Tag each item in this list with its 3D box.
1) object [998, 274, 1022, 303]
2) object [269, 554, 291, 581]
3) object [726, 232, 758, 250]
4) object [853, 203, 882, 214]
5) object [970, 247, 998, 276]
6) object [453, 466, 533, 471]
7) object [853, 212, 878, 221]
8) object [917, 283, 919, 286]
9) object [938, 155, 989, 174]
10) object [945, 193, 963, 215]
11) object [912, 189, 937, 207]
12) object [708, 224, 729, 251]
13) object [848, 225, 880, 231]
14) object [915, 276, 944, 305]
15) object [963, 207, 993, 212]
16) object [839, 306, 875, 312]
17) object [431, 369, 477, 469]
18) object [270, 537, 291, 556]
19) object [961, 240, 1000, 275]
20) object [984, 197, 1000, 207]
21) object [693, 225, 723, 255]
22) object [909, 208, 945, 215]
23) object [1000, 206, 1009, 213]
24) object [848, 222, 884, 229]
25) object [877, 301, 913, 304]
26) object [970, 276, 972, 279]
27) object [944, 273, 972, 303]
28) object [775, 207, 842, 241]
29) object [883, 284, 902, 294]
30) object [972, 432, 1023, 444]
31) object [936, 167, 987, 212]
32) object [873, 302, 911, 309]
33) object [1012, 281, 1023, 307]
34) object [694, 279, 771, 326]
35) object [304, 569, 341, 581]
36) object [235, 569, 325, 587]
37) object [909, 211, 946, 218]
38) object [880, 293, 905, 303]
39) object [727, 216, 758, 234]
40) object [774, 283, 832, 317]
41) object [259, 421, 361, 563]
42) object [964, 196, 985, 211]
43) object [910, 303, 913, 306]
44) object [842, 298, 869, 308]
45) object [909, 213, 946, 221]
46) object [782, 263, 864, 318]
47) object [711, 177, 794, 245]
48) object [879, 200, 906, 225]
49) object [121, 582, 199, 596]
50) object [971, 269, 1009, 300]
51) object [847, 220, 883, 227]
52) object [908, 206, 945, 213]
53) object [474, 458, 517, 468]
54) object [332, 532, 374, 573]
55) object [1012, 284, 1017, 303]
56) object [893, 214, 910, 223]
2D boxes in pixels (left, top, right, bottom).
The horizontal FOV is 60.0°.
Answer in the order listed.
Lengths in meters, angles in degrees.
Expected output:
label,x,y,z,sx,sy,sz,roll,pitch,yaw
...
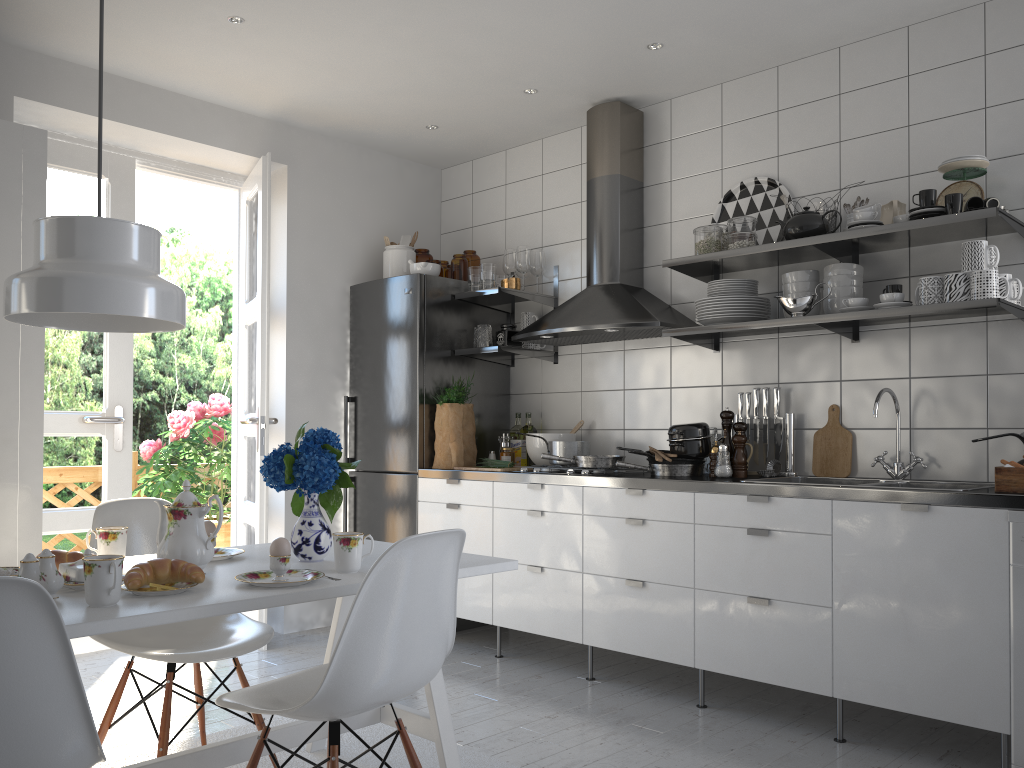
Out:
label,x,y,z,sx,sy,sz,roll,pitch,yaw
object,1.627,-0.310,2.934,0.108,0.100,0.083,-1,-2,30
object,-0.531,0.420,2.030,0.048,0.057,0.048,0,-2,-6
object,0.911,-0.555,3.516,0.121,0.079,0.121,-1,-3,30
object,1.262,-0.613,3.167,0.078,0.067,0.083,2,-3,-31
object,1.600,-0.406,3.008,0.083,0.100,0.108,0,-2,13
object,-0.091,0.403,4.224,0.330,0.012,0.220,-3,-5,44
object,1.262,-0.585,3.166,0.079,0.050,0.082,-1,-3,17
object,1.453,-0.303,3.066,0.083,0.100,0.108,1,-2,-12
object,1.592,-0.766,3.126,0.163,0.047,0.164,0,-3,3
object,1.459,-0.586,2.921,0.055,0.077,0.070,0,-2,7
object,1.407,-0.616,3.012,0.055,0.078,0.070,1,-2,-26
object,0.871,-0.585,3.780,0.121,0.171,0.121,1,-2,-26
object,1.264,-0.544,3.165,0.121,0.021,0.121,3,-4,-42
object,1.419,-0.307,3.002,0.083,0.100,0.108,0,-2,13
object,1.546,-0.558,2.923,0.121,0.021,0.121,3,-4,-42
object,1.234,-0.259,3.172,0.121,0.021,0.121,-3,-4,41
object,-0.279,0.177,4.423,0.174,0.509,0.283,-1,-2,31
object,-0.531,0.382,2.030,0.048,0.063,0.048,2,-3,-42
object,1.516,-0.413,2.885,0.083,0.100,0.108,1,-2,-12
object,1.567,-0.590,2.916,0.069,0.059,0.082,-1,-3,22
object,0.804,-0.574,3.632,0.121,0.130,0.121,-1,-2,30
object,1.413,-0.572,3.003,0.121,0.023,0.121,1,-3,-15
object,1.660,-0.575,3.012,0.066,0.067,0.052,-2,-3,44
object,1.264,-0.554,3.165,0.121,0.021,0.121,3,-4,-42
object,1.386,-0.284,3.212,0.121,0.023,0.121,-1,-4,24
object,1.533,-0.306,2.999,0.083,0.100,0.108,0,-2,13
object,1.482,-0.311,2.919,0.108,0.100,0.083,-1,-2,33
object,1.113,-0.596,3.335,0.178,0.142,0.200,0,-3,-5
object,1.386,-0.319,3.219,0.055,0.078,0.070,0,-2,4
object,1.701,0.182,2.902,0.371,0.168,0.203,-1,-3,21
object,1.587,-0.640,3.113,0.159,0.208,0.185,-2,-3,44
object,1.314,-0.265,3.062,0.121,0.021,0.121,3,-4,-42
object,1.731,-0.302,3.071,0.108,0.100,0.083,-1,-2,33
object,0.903,-0.319,3.626,0.301,0.195,0.306,3,-4,-42
object,-0.454,0.453,2.105,0.032,0.011,0.140,3,-4,-43
object,-0.530,0.446,2.029,0.201,0.016,0.201,3,-4,-41
object,1.412,-0.563,3.004,0.121,0.021,0.121,3,-4,-42
object,1.312,-0.286,3.062,0.083,0.047,0.079,2,-3,-34
object,0.945,-0.593,3.638,0.121,0.171,0.121,1,-2,-26
object,1.089,-0.306,3.329,0.210,0.134,0.102,-1,-2,26
object,-0.544,0.288,2.389,0.236,0.376,0.266,2,-2,-44
object,1.533,-0.583,2.932,0.069,0.058,0.080,-1,-3,17
object,1.387,-0.275,3.209,0.121,0.023,0.121,-1,-3,15
object,1.233,-0.279,3.171,0.079,0.047,0.083,-2,-3,36
object,1.412,-0.553,3.004,0.121,0.021,0.121,-1,-4,21
object,1.201,-0.340,3.437,0.310,0.216,0.150,-2,-3,41
object,1.030,-0.694,3.809,0.395,0.393,0.053,-2,-2,44
object,1.418,-0.602,3.285,0.115,0.152,0.127,1,-2,-20
object,-0.756,0.438,1.902,0.158,0.016,0.158,3,-4,-36
object,1.542,-0.314,2.862,0.108,0.100,0.083,-1,-2,33
object,1.262,-0.564,3.168,0.121,0.024,0.121,-2,-4,39
object,1.411,-0.582,3.006,0.121,0.023,0.121,0,-3,-6
object,-0.097,0.380,4.226,0.142,0.053,0.276,2,-4,-31
object,-0.401,0.417,2.193,0.078,0.095,0.091,-1,-3,37
object,1.645,-0.305,3.015,0.083,0.100,0.108,1,-2,-12
object,1.388,-0.567,3.130,0.083,0.047,0.079,2,-3,-34
